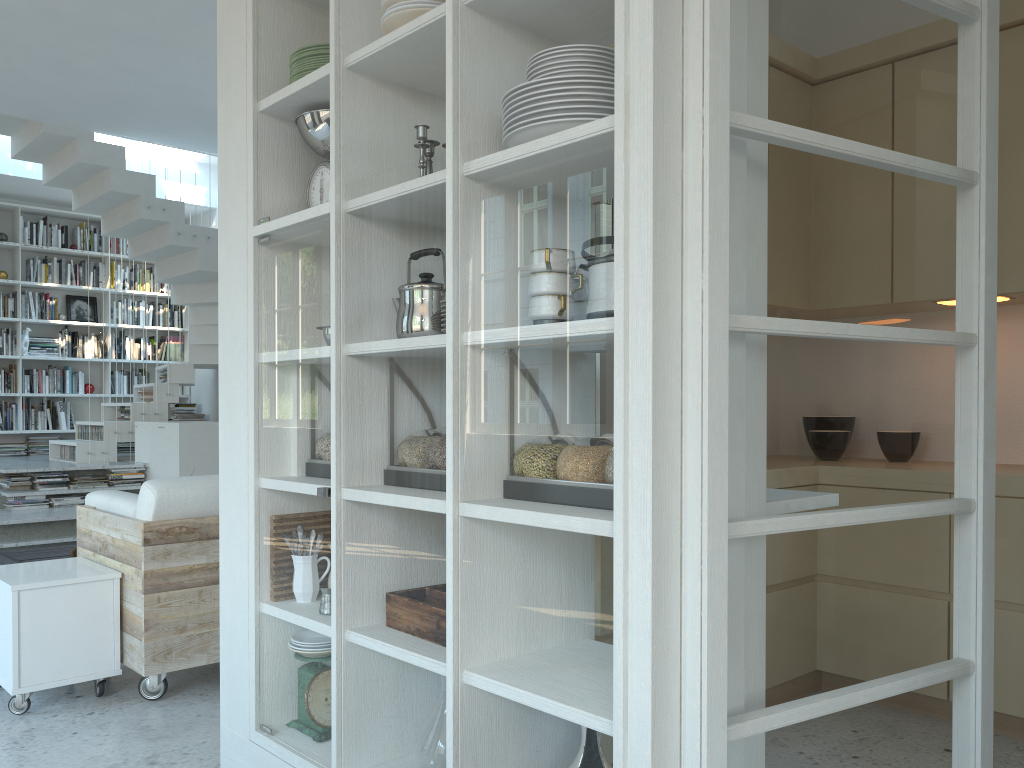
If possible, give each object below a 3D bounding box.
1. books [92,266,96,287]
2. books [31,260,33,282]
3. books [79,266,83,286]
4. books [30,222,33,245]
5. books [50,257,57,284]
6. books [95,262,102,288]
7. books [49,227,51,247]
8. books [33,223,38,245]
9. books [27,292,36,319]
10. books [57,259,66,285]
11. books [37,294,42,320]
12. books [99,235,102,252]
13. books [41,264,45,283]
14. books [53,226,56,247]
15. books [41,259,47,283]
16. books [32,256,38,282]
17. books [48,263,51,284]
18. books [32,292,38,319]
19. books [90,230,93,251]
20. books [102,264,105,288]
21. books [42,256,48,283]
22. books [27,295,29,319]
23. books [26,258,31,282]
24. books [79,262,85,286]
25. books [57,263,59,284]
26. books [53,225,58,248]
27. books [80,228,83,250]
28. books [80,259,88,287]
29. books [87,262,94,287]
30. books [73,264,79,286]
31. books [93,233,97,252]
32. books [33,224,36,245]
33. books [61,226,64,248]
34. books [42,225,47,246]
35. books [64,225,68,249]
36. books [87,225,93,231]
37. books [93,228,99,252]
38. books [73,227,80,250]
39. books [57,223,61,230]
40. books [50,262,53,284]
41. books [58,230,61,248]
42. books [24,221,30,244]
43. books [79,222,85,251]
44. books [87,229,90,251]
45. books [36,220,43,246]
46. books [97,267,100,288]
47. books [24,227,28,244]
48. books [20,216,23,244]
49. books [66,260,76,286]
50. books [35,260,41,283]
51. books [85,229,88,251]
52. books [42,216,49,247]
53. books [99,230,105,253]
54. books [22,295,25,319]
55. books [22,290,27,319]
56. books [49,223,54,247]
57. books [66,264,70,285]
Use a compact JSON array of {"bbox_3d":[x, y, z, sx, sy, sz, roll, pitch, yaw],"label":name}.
[{"bbox_3d":[-4.419,-1.399,9.360,0.030,0.241,0.162,1,-1,-42],"label":"books"},{"bbox_3d":[-4.861,-1.396,8.970,0.013,0.237,0.141,1,-1,-42],"label":"books"},{"bbox_3d":[-4.517,-1.387,9.265,0.031,0.217,0.165,1,-1,-42],"label":"books"},{"bbox_3d":[-4.857,-1.766,8.962,0.026,0.242,0.184,1,-1,-42],"label":"books"},{"bbox_3d":[-4.698,-1.422,9.107,0.026,0.288,0.156,1,-1,-42],"label":"books"},{"bbox_3d":[-4.376,-1.420,9.407,0.026,0.284,0.147,1,-1,-42],"label":"books"},{"bbox_3d":[-4.745,-1.755,9.094,0.030,0.220,0.133,1,-1,-42],"label":"books"},{"bbox_3d":[-4.836,-1.770,9.015,0.027,0.249,0.140,1,-1,-42],"label":"books"},{"bbox_3d":[-4.862,-1.055,8.968,0.065,0.289,0.145,1,-1,-42],"label":"books"},{"bbox_3d":[-4.629,-1.411,9.111,0.032,0.265,0.245,1,-1,-42],"label":"books"},{"bbox_3d":[-4.821,-1.045,9.027,0.043,0.269,0.131,1,-1,-42],"label":"books"},{"bbox_3d":[-4.385,-1.751,9.427,0.031,0.211,0.131,1,-1,-42],"label":"books"},{"bbox_3d":[-4.780,-1.381,9.023,0.025,0.207,0.175,1,-1,-42],"label":"books"},{"bbox_3d":[-4.703,-1.763,9.107,0.022,0.236,0.172,1,-1,-42],"label":"books"},{"bbox_3d":[-4.764,-1.408,9.045,0.026,0.261,0.167,1,-1,-42],"label":"books"},{"bbox_3d":[-4.837,-1.419,8.992,0.051,0.282,0.166,1,-1,-42],"label":"books"},{"bbox_3d":[-4.741,-1.390,9.077,0.030,0.224,0.157,1,-1,-42],"label":"books"},{"bbox_3d":[-4.835,-1.053,9.001,0.012,0.285,0.159,1,-1,-42],"label":"books"},{"bbox_3d":[-4.438,-1.763,9.340,0.018,0.235,0.186,1,-1,-42],"label":"books"},{"bbox_3d":[-4.353,-1.411,9.425,0.031,0.265,0.169,1,-1,-42],"label":"books"},{"bbox_3d":[-4.756,-1.426,9.063,0.011,0.296,0.162,1,-1,-42],"label":"books"},{"bbox_3d":[-4.887,-1.035,8.938,0.011,0.248,0.155,1,-1,-42],"label":"books"},{"bbox_3d":[-4.872,-1.405,8.963,0.012,0.254,0.161,1,-1,-42],"label":"books"},{"bbox_3d":[-4.503,-1.410,9.290,0.023,0.264,0.156,1,-1,-42],"label":"books"},{"bbox_3d":[-4.685,-1.397,9.131,0.025,0.238,0.142,1,-1,-42],"label":"books"},{"bbox_3d":[-4.692,-1.772,9.128,0.021,0.254,0.151,1,-1,-42],"label":"books"},{"bbox_3d":[-4.513,-1.771,9.283,0.016,0.252,0.189,1,-1,-42],"label":"books"},{"bbox_3d":[-4.477,-1.425,9.295,0.022,0.294,0.180,1,-1,-42],"label":"books"},{"bbox_3d":[-4.438,-1.414,9.333,0.036,0.272,0.177,1,-1,-42],"label":"books"},{"bbox_3d":[-4.538,-1.398,9.236,0.014,0.240,0.189,1,-1,-42],"label":"books"},{"bbox_3d":[-4.410,-1.751,9.373,0.029,0.210,0.169,1,-1,-42],"label":"books"},{"bbox_3d":[-4.844,-1.760,8.985,0.024,0.231,0.168,1,-1,-42],"label":"books"},{"bbox_3d":[-4.647,-1.772,9.182,0.012,0.254,0.161,1,-1,-42],"label":"books"},{"bbox_3d":[-4.769,-1.760,9.055,0.030,0.231,0.148,1,-1,-42],"label":"books"},{"bbox_3d":[-4.623,-1.774,9.187,0.030,0.257,0.164,1,-1,-42],"label":"books"},{"bbox_3d":[-4.437,-1.795,9.368,0.020,0.299,0.131,1,-1,-42],"label":"books"},{"bbox_3d":[-4.402,-1.785,9.405,0.025,0.279,0.136,1,-1,-42],"label":"books"},{"bbox_3d":[-4.532,-1.773,9.254,0.019,0.256,0.169,1,-1,-42],"label":"books"},{"bbox_3d":[-4.671,-1.785,9.164,0.012,0.279,0.153,1,-1,-42],"label":"books"},{"bbox_3d":[-4.730,-1.396,9.105,0.024,0.236,0.146,1,-1,-42],"label":"books"},{"bbox_3d":[-4.667,-1.746,9.132,0.023,0.202,0.190,1,-1,-42],"label":"books"},{"bbox_3d":[-4.879,-1.770,8.948,0.025,0.250,0.178,1,-1,-42],"label":"books"},{"bbox_3d":[-4.492,-1.806,9.302,0.007,0.321,0.165,1,-1,-42],"label":"books"},{"bbox_3d":[-4.465,-1.774,9.345,0.017,0.257,0.146,1,-1,-42],"label":"books"},{"bbox_3d":[-4.797,-1.784,9.028,0.048,0.278,0.150,1,-1,-42],"label":"books"},{"bbox_3d":[-4.396,-1.395,9.394,0.022,0.234,0.158,1,-1,-42],"label":"books"},{"bbox_3d":[-4.889,-1.736,8.923,0.022,0.182,0.189,1,-1,-42],"label":"books"},{"bbox_3d":[-4.931,-1.792,8.912,0.028,0.294,0.150,1,-1,-42],"label":"books"},{"bbox_3d":[-4.577,-1.420,9.234,0.048,0.283,0.162,1,-1,-42],"label":"books"},{"bbox_3d":[-4.814,-1.403,9.024,0.026,0.251,0.130,1,-1,-42],"label":"books"},{"bbox_3d":[-4.473,-1.770,9.317,0.031,0.249,0.164,1,-1,-42],"label":"books"},{"bbox_3d":[-4.745,-1.811,9.063,0.014,0.332,0.180,1,-1,-42],"label":"books"},{"bbox_3d":[-4.349,-1.777,9.431,0.026,0.263,0.163,1,-1,-42],"label":"books"},{"bbox_3d":[-4.928,-1.038,8.930,0.030,0.253,0.128,1,-1,-42],"label":"books"},{"bbox_3d":[-4.902,-1.061,8.936,0.015,0.301,0.140,1,-1,-42],"label":"books"},{"bbox_3d":[-4.715,-1.776,9.094,0.014,0.262,0.168,1,-1,-42],"label":"books"},{"bbox_3d":[-4.600,-1.393,9.176,0.030,0.230,0.187,1,-1,-42],"label":"books"}]
